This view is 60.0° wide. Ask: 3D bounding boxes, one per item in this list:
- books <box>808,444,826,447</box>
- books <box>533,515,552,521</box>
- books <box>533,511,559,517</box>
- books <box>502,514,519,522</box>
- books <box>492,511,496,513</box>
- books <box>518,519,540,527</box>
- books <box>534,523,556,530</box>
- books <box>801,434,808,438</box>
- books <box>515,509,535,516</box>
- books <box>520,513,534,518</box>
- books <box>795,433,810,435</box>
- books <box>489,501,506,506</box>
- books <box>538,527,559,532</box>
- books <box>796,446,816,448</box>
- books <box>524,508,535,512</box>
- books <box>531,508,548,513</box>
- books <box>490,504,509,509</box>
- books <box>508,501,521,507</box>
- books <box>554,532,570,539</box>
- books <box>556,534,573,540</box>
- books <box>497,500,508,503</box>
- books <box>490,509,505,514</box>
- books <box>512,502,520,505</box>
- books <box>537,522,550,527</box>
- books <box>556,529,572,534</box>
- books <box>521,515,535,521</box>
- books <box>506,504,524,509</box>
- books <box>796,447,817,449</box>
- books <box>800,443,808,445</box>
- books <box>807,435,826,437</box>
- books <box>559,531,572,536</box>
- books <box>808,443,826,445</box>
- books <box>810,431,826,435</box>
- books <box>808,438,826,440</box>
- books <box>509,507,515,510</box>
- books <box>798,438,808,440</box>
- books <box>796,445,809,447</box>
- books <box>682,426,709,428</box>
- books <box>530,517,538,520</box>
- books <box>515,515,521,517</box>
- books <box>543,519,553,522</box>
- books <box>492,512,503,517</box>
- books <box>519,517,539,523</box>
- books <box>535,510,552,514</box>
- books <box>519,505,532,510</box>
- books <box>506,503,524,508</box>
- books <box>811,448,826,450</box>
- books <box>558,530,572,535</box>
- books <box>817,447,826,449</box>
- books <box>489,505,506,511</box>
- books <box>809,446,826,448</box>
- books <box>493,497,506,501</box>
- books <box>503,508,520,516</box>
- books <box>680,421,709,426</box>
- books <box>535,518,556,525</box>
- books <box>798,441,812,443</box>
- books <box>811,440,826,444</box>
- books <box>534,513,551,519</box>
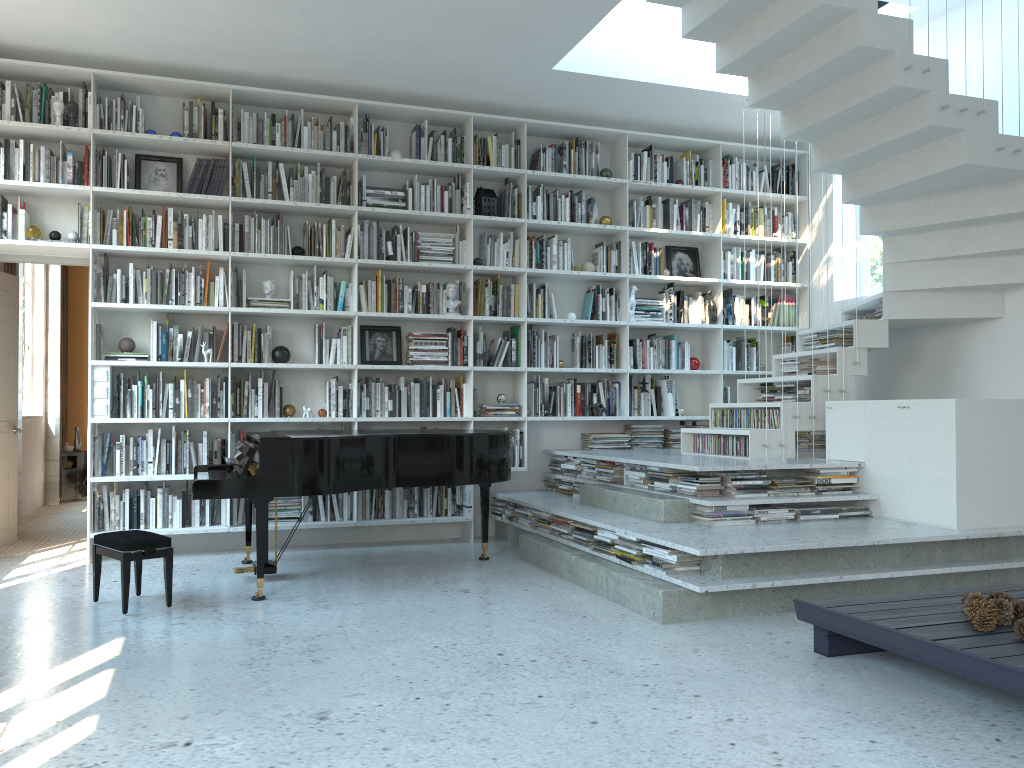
[{"bbox_3d":[2.458,0.478,6.921,0.224,0.012,0.160,0,-2,-15],"label":"books"},{"bbox_3d":[0.266,0.862,5.727,0.169,0.009,0.241,1,-2,-23],"label":"books"},{"bbox_3d":[0.266,0.834,5.728,0.171,0.015,0.253,1,-2,-22],"label":"books"},{"bbox_3d":[0.059,0.949,6.310,0.189,0.030,0.237,1,-2,-19],"label":"books"},{"bbox_3d":[-0.031,0.953,6.589,0.155,0.009,0.233,1,-2,-24],"label":"books"},{"bbox_3d":[0.161,0.941,6.019,0.177,0.026,0.230,0,-2,-16],"label":"books"},{"bbox_3d":[0.271,0.916,5.728,0.159,0.012,0.292,1,-2,-22],"label":"books"},{"bbox_3d":[2.446,0.417,7.120,0.185,0.027,0.161,0,-2,-17],"label":"books"},{"bbox_3d":[0.160,0.867,6.021,0.180,0.015,0.294,1,-2,-21],"label":"books"},{"bbox_3d":[0.163,0.884,6.021,0.171,0.020,0.193,0,-2,-15],"label":"books"},{"bbox_3d":[2.444,0.399,7.127,0.261,0.009,0.187,0,-2,-14],"label":"books"},{"bbox_3d":[-0.047,0.882,6.585,0.191,0.013,0.243,1,-2,-23],"label":"books"},{"bbox_3d":[0.275,0.937,5.729,0.157,0.014,0.180,1,-2,-22],"label":"books"},{"bbox_3d":[2.448,0.502,7.114,0.265,0.004,0.186,1,-2,-20],"label":"books"},{"bbox_3d":[0.182,0.850,6.029,0.130,0.018,0.255,0,-2,-16],"label":"books"},{"bbox_3d":[0.255,0.813,5.725,0.193,0.005,0.225,1,-2,-23],"label":"books"},{"bbox_3d":[-0.039,0.907,6.587,0.188,0.009,0.211,1,-2,-20],"label":"books"},{"bbox_3d":[0.082,0.855,6.320,0.135,0.014,0.297,0,-2,-18],"label":"books"},{"bbox_3d":[0.371,0.923,5.434,0.161,0.008,0.254,0,-2,-14],"label":"books"},{"bbox_3d":[0.385,0.931,5.439,0.147,0.008,0.236,1,-2,-20],"label":"books"},{"bbox_3d":[-0.014,0.868,6.597,0.133,0.017,0.231,0,-2,-18],"label":"books"},{"bbox_3d":[-0.040,0.942,6.586,0.179,0.012,0.261,0,-2,-16],"label":"books"},{"bbox_3d":[0.077,0.839,6.319,0.137,0.018,0.200,0,-2,-15],"label":"books"},{"bbox_3d":[0.276,0.905,5.730,0.165,0.012,0.205,1,-2,-19],"label":"books"},{"bbox_3d":[0.385,0.898,5.440,0.130,0.014,0.249,1,-2,-24],"label":"books"},{"bbox_3d":[0.180,0.910,6.027,0.149,0.007,0.300,1,-2,-19],"label":"books"},{"bbox_3d":[0.068,0.871,6.315,0.160,0.009,0.291,0,-2,-17],"label":"books"},{"bbox_3d":[2.449,0.509,7.112,0.290,0.008,0.147,0,-2,-18],"label":"books"},{"bbox_3d":[2.449,0.482,7.111,0.237,0.017,0.138,1,-2,-22],"label":"books"},{"bbox_3d":[2.456,0.404,6.928,0.233,0.015,0.169,0,-2,-14],"label":"books"},{"bbox_3d":[0.391,0.917,5.442,0.128,0.005,0.296,0,-2,-17],"label":"books"},{"bbox_3d":[2.461,0.467,6.912,0.259,0.009,0.152,0,-2,-18],"label":"books"},{"bbox_3d":[2.459,0.382,6.919,0.204,0.028,0.163,0,-2,-18],"label":"books"},{"bbox_3d":[2.460,0.426,6.916,0.232,0.017,0.163,1,-2,-19],"label":"books"},{"bbox_3d":[0.079,0.885,6.318,0.143,0.019,0.230,0,-2,-18],"label":"books"},{"bbox_3d":[2.445,0.439,7.122,0.254,0.015,0.159,1,-2,-22],"label":"books"},{"bbox_3d":[2.449,0.495,7.109,0.297,0.010,0.142,1,-2,-20],"label":"books"},{"bbox_3d":[1.540,0.349,7.245,0.159,0.012,0.285,1,-2,-23],"label":"books"},{"bbox_3d":[0.178,0.900,6.026,0.147,0.012,0.206,0,-2,-18],"label":"books"},{"bbox_3d":[0.071,0.928,6.315,0.147,0.012,0.206,1,-2,-24],"label":"books"},{"bbox_3d":[0.283,0.873,5.733,0.140,0.013,0.180,0,-2,-16],"label":"books"},{"bbox_3d":[-0.030,0.965,6.589,0.171,0.016,0.241,1,-2,-19],"label":"books"},{"bbox_3d":[0.167,0.920,6.022,0.172,0.014,0.221,0,-2,-18],"label":"books"},{"bbox_3d":[0.269,0.821,5.729,0.174,0.011,0.227,1,-2,-20],"label":"books"},{"bbox_3d":[0.170,0.838,6.025,0.159,0.006,0.285,0,-2,-17],"label":"books"},{"bbox_3d":[0.077,0.865,6.318,0.126,0.005,0.290,1,-2,-24],"label":"books"},{"bbox_3d":[2.464,0.512,6.904,0.230,0.020,0.142,1,-2,-19],"label":"books"},{"bbox_3d":[0.392,0.910,5.442,0.132,0.009,0.269,0,-2,-18],"label":"books"},{"bbox_3d":[2.471,0.496,6.883,0.190,0.011,0.091,1,-2,-21],"label":"books"},{"bbox_3d":[-0.042,0.917,6.586,0.177,0.012,0.278,1,-2,-23],"label":"books"},{"bbox_3d":[2.461,0.488,6.913,0.243,0.008,0.147,1,-2,-22],"label":"books"},{"bbox_3d":[-0.028,0.852,6.592,0.158,0.014,0.234,1,-2,-21],"label":"books"},{"bbox_3d":[0.052,0.908,6.308,0.191,0.028,0.212,0,-2,-15],"label":"books"},{"bbox_3d":[1.526,0.320,7.240,0.204,0.035,0.267,0,-2,-18],"label":"books"},{"bbox_3d":[0.270,0.885,5.729,0.159,0.011,0.246,1,-2,-23],"label":"books"},{"bbox_3d":[2.449,0.464,7.110,0.249,0.006,0.189,1,-2,-24],"label":"books"},{"bbox_3d":[2.460,0.449,6.916,0.179,0.029,0.152,1,-2,-23],"label":"books"},{"bbox_3d":[0.259,0.850,5.725,0.182,0.016,0.199,0,-2,-14],"label":"books"}]
